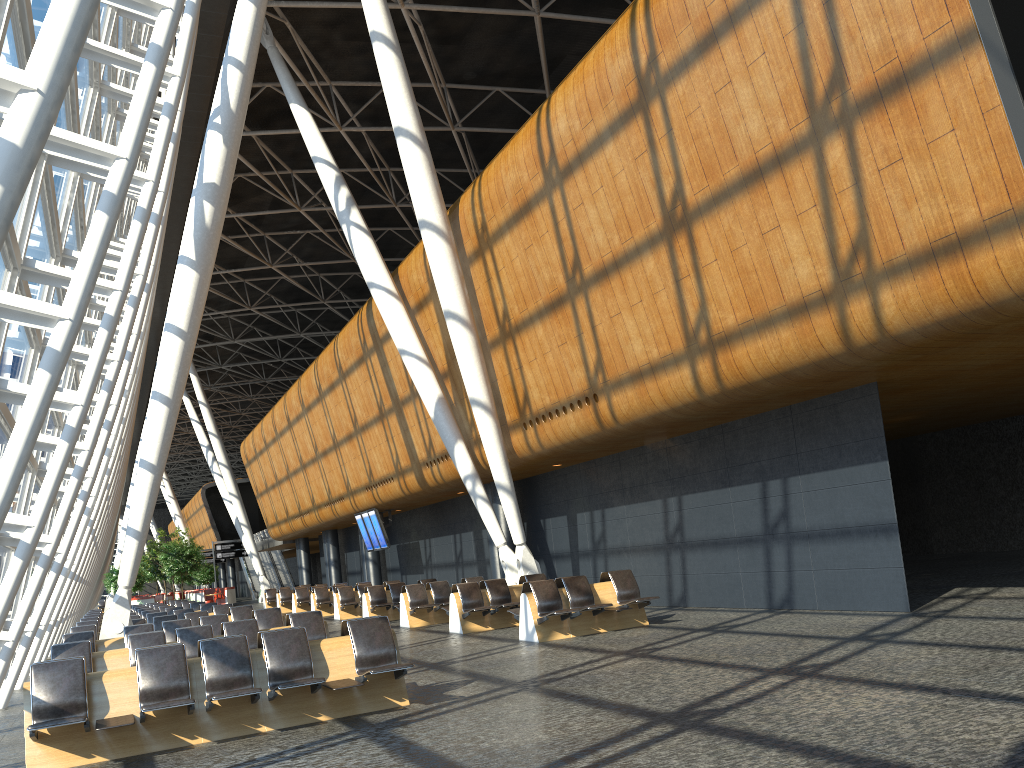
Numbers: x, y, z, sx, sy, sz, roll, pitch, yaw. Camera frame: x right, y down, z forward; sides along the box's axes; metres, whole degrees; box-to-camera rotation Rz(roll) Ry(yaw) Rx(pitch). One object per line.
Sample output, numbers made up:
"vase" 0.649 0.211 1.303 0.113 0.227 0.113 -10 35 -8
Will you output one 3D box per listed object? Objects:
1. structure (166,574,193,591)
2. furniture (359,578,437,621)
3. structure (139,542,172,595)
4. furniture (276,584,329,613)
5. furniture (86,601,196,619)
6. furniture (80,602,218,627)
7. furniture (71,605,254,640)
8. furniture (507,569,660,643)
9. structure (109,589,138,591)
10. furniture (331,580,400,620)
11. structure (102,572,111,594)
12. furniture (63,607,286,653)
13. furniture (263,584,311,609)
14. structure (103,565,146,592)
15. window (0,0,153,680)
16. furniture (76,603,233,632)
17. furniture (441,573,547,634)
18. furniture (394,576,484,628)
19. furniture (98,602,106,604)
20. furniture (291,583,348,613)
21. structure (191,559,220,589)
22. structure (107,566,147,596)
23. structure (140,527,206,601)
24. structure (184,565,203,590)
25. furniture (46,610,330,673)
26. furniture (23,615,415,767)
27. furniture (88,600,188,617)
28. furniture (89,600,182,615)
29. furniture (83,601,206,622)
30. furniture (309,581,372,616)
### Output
"structure" -21.730 12.880 57.878 2.274 3.443 2.247 -5 -6 -13
"furniture" -2.673 5.285 21.544 1.892 0.860 1.684 -2 -10 -25
"structure" -24.498 13.349 61.606 3.091 4.489 5.817 -6 -8 -3
"furniture" -7.645 7.862 32.376 1.892 0.860 1.684 -2 -10 -25
"furniture" -11.340 7.287 27.098 3.244 0.860 1.684 -2 -10 -25
"furniture" -8.855 5.998 21.682 3.244 0.860 1.684 -2 -10 -25
"furniture" -6.369 4.710 16.266 3.244 0.860 1.684 -2 -10 -25
"furniture" 1.055 3.352 13.421 1.892 0.860 1.684 -2 -10 -25
"structure" -21.679 11.619 49.473 1.842 2.824 1.792 -9 -7 22
"furniture" -3.916 5.929 24.252 1.892 0.860 1.684 -2 -10 -25
"structure" -23.261 12.355 52.367 1.815 2.786 1.765 -9 -7 22
"furniture" -5.126 4.066 13.558 3.244 0.860 1.684 -2 -10 -25
"furniture" -8.888 8.506 35.084 1.892 0.860 1.684 -2 -10 -25
"structure" -20.012 10.653 45.612 1.883 2.940 1.920 -11 -8 38
"window" -31.736 10.639 68.558 3.709 13.897 168.672 -4 -10 -25
"furniture" -7.612 5.354 18.974 3.244 0.860 1.684 -2 -10 -25
"furniture" -0.188 3.996 16.129 1.892 0.860 1.684 -2 -10 -25
"furniture" -1.431 4.641 18.836 1.892 0.860 1.684 -2 -10 -25
"furniture" -31.380 17.674 70.757 3.244 0.860 1.684 -2 -10 -25
"furniture" -6.402 7.218 29.668 1.892 0.860 1.684 -2 -10 -25
"structure" -19.158 12.438 55.162 1.790 2.752 1.741 -9 -7 22
"structure" -18.718 10.121 43.022 1.790 2.752 1.741 -9 -7 22
"structure" -18.277 9.930 47.016 3.086 4.491 5.882 -2 -9 -33
"structure" -23.189 14.560 64.699 1.946 2.967 1.893 -9 -7 22
"furniture" -3.883 3.421 10.851 3.244 0.860 1.684 -2 -10 -25
"furniture" -2.640 2.777 8.143 3.244 0.860 1.684 -2 -10 -25
"furniture" -12.583 7.931 29.806 3.244 0.860 1.684 -2 -10 -25
"furniture" -13.826 8.575 32.514 3.244 0.860 1.684 -2 -10 -25
"furniture" -10.097 6.643 24.390 3.244 0.860 1.684 -2 -10 -25
"furniture" -5.159 6.573 26.960 1.892 0.860 1.684 -2 -10 -25
